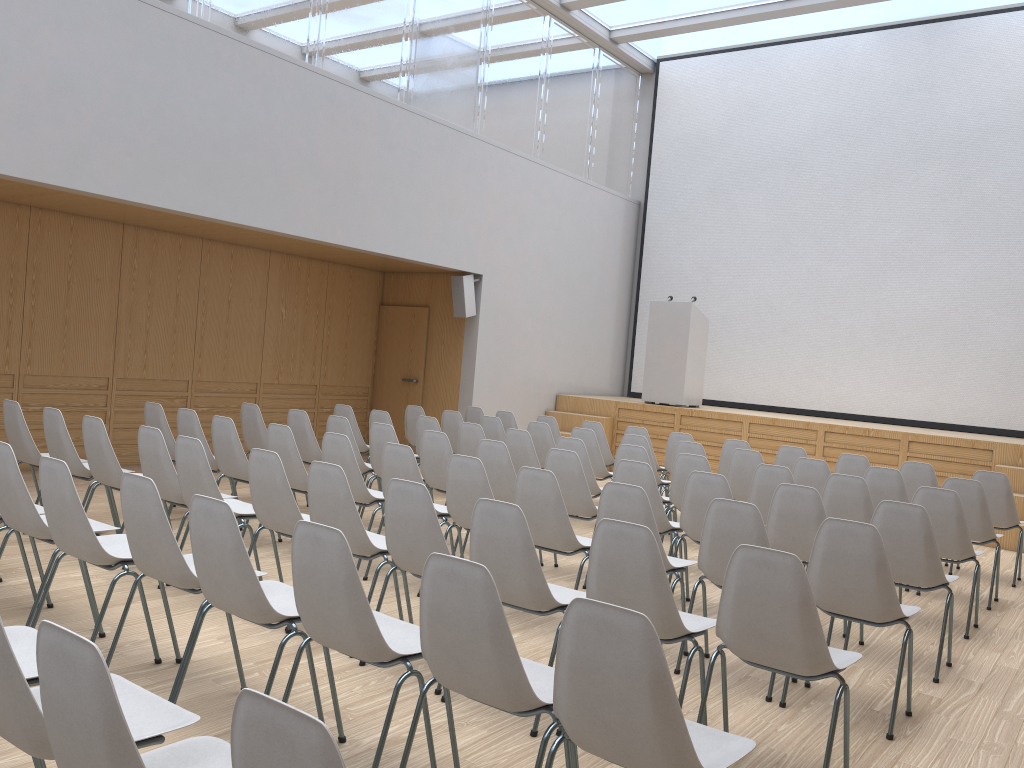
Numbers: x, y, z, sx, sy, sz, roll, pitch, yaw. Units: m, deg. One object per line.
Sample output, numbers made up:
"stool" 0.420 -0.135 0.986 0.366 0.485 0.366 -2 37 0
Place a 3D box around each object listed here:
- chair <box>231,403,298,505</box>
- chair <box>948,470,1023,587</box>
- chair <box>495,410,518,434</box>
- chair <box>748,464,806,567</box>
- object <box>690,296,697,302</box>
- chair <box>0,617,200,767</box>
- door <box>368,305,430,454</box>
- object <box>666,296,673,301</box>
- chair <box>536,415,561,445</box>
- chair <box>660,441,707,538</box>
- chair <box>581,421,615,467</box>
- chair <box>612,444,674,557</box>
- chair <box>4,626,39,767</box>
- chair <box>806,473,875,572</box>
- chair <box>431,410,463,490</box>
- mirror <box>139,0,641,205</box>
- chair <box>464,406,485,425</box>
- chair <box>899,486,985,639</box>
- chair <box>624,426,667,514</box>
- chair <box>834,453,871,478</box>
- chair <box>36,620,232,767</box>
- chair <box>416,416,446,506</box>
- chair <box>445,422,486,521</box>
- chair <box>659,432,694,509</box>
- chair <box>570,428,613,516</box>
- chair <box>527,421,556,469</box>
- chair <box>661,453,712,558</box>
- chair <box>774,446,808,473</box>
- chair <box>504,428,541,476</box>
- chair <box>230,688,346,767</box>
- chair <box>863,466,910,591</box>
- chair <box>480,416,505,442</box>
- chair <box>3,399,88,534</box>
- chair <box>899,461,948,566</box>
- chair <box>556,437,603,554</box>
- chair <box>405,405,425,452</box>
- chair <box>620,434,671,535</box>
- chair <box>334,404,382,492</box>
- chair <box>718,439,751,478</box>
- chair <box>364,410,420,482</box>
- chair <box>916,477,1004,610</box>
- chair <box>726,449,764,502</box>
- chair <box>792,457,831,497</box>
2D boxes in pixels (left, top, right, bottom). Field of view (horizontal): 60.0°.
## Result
"chair" -2.132 0.609 7.800 0.479 0.876 0.505 6 2 36
"chair" 3.882 1.132 7.193 0.479 0.876 0.505 6 2 36
"chair" 0.034 0.737 9.883 0.479 0.876 0.505 6 2 36
"chair" 1.872 0.989 6.181 0.479 0.876 0.505 6 2 36
"object" 2.385 -1.022 11.780 0.166 0.305 0.252 5 2 8
"chair" -1.085 0.844 2.151 0.479 0.876 0.505 6 2 36
"door" -1.539 -0.021 11.770 0.873 2.024 0.108 6 2 36
"object" 2.104 -1.051 11.983 0.166 0.305 0.252 5 2 8
"chair" 0.476 0.781 9.614 0.479 0.876 0.505 6 2 36
"chair" 1.602 0.928 7.646 0.479 0.876 0.505 6 2 36
"chair" 0.934 0.828 9.331 0.479 0.876 0.505 6 2 36
"chair" 1.007 0.899 6.831 0.479 0.876 0.505 6 2 36
"chair" -1.494 0.801 2.470 0.479 0.876 0.505 6 2 36
"chair" 2.270 1.029 5.927 0.479 0.876 0.505 6 2 36
"chair" -0.496 0.712 9.134 0.479 0.876 0.505 6 2 36
"mirror" -3.188 -4.148 6.939 0.253 2.090 17.828 6 2 36
"chair" -0.316 0.698 10.238 0.479 0.876 0.505 6 2 36
"chair" 2.691 1.073 5.587 0.479 0.876 0.505 6 2 36
"chair" 1.354 0.870 9.061 0.479 0.876 0.505 6 2 36
"chair" 3.037 1.045 7.806 0.479 0.876 0.505 6 2 36
"chair" -0.691 0.886 1.815 0.479 0.876 0.505 6 2 36
"chair" -0.635 0.729 8.034 0.479 0.876 0.505 6 2 36
"chair" -0.236 0.772 7.686 0.479 0.876 0.505 6 2 36
"chair" 1.734 0.911 8.727 0.479 0.876 0.505 6 2 36
"chair" 0.750 0.842 8.180 0.479 0.876 0.505 6 2 36
"chair" 0.362 0.800 8.534 0.479 0.876 0.505 6 2 36
"chair" 1.385 0.940 6.484 0.479 0.876 0.505 6 2 36
"chair" 2.614 1.000 8.135 0.479 0.876 0.505 6 2 36
"chair" 0.158 0.812 7.424 0.479 0.876 0.505 6 2 36
"chair" -0.241 0.931 1.574 0.479 0.876 0.505 6 2 36
"chair" 2.847 1.057 6.731 0.479 0.876 0.505 6 2 36
"chair" -0.094 0.755 8.792 0.479 0.876 0.505 6 2 36
"chair" -3.279 0.553 6.212 0.479 0.876 0.505 6 2 36
"chair" 3.460 1.087 7.534 0.479 0.876 0.505 6 2 36
"chair" 0.563 0.856 7.030 0.479 0.876 0.505 6 2 36
"chair" -0.906 0.669 9.466 0.479 0.876 0.505 6 2 36
"chair" 1.177 0.885 7.920 0.479 0.876 0.505 6 2 36
"chair" -1.494 0.641 8.645 0.479 0.876 0.505 6 2 36
"chair" 2.180 0.957 8.377 0.479 0.876 0.505 6 2 36
"chair" -1.093 0.684 8.282 0.479 0.876 0.505 6 2 36
"chair" 3.246 1.100 6.369 0.479 0.876 0.505 6 2 36
"chair" 1.996 0.969 7.326 0.479 0.876 0.505 6 2 36
"chair" 2.401 1.012 6.982 0.479 0.876 0.505 6 2 36
